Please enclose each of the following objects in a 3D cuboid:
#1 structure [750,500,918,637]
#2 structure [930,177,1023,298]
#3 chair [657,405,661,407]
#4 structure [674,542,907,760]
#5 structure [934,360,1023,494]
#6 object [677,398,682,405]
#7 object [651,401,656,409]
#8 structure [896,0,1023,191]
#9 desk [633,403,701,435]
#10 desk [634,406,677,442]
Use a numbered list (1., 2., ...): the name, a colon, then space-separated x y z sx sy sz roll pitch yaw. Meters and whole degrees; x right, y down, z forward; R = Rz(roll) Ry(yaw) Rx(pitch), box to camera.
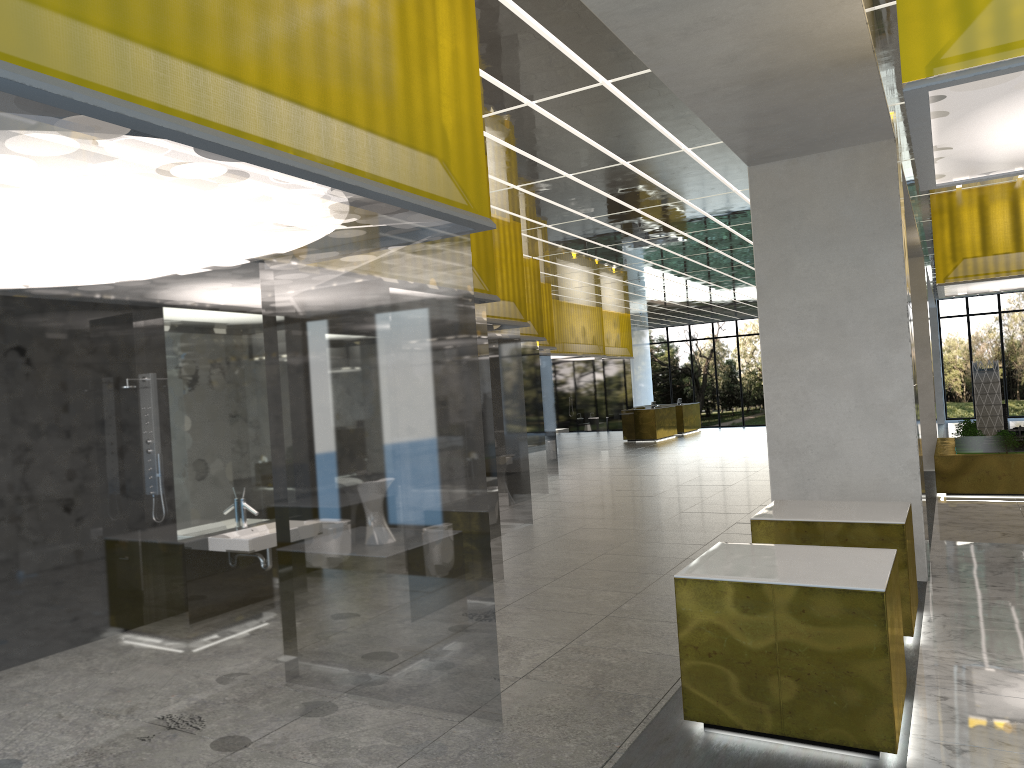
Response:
1. structure: 3.362 1.887 8.837 1.439 1.173 1.368 -4 -1 30
2. structure: 10.247 -3.136 16.894 3.430 2.269 3.076 -4 -1 30
3. chair: 8.172 1.867 45.497 0.940 1.493 1.229 -3 -1 -44
4. structure: 2.139 1.932 6.458 1.439 1.173 1.368 -4 -1 30
5. structure: 11.108 0.717 17.890 4.079 2.571 4.881 -4 -1 29
6. object: 8.772 1.111 45.176 0.580 0.667 0.711 -4 -1 29
7. object: 6.684 1.188 41.113 0.580 0.667 0.711 -4 -1 29
8. structure: 4.290 -2.917 5.307 3.430 2.269 3.075 -4 -1 30
9. desk: 8.018 1.884 45.659 3.390 1.508 3.302 -4 -1 30
10. desk: 5.947 1.960 41.631 3.390 1.508 3.302 -4 -1 30
